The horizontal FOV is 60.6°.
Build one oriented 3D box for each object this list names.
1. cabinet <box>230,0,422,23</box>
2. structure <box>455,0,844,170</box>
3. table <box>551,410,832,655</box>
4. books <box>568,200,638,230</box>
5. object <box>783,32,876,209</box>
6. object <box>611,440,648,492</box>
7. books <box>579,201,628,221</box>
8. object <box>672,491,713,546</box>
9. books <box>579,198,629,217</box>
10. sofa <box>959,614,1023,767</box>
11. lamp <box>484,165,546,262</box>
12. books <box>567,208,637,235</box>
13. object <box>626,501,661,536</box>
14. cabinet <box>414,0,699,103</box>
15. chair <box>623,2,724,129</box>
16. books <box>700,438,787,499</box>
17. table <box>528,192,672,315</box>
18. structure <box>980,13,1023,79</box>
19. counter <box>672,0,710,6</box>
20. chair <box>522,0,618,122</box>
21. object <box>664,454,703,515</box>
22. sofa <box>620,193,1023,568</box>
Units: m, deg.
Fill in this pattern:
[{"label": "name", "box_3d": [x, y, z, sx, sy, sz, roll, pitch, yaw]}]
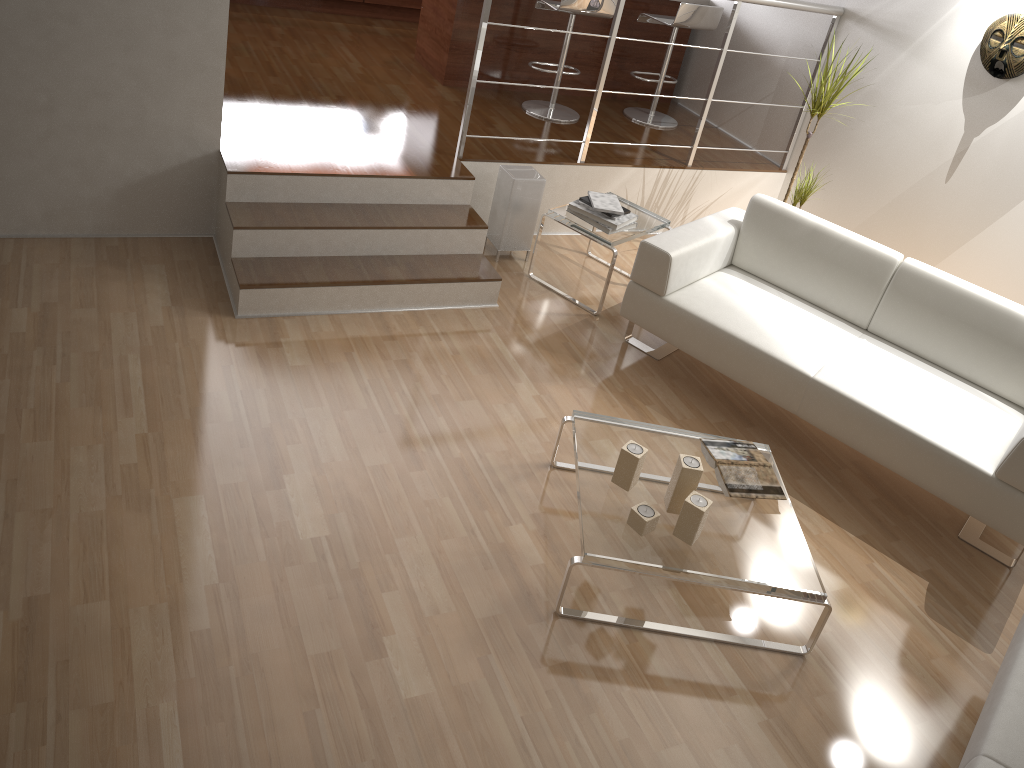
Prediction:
[{"label": "cabinet", "box_3d": [-1.016, -3.497, 7.290, 3.512, 0.750, 0.723, -5, 34, -26]}, {"label": "structure", "box_3d": [0.825, -1.728, 4.928, 2.329, 0.986, 0.061, -5, 32, -27]}, {"label": "table", "box_3d": [0.546, 0.457, 2.898, 0.792, 0.234, 0.749, 10, 31, -4]}, {"label": "books", "box_3d": [0.457, -0.863, 4.388, 0.296, 0.025, 0.235, 29, 35, 25]}, {"label": "object", "box_3d": [1.577, -1.214, 4.815, 0.500, 1.382, 0.470, 5, 28, -16]}, {"label": "object", "box_3d": [0.377, 0.256, 2.799, 0.069, 0.141, 0.069, 28, 31, 26]}, {"label": "books", "box_3d": [0.461, -0.880, 4.379, 0.223, 0.014, 0.157, 30, 35, 25]}, {"label": "object", "box_3d": [0.545, 0.398, 2.634, 0.069, 0.142, 0.069, 28, 31, 26]}, {"label": "books", "box_3d": [0.464, -0.892, 4.373, 0.155, 0.014, 0.226, -19, 44, -40]}, {"label": "sofa", "box_3d": [1.404, 1.076, 1.789, 0.939, 0.694, 1.835, 31, 36, 29]}, {"label": "lamp", "box_3d": [0.012, -0.905, 4.654, 0.192, 0.451, 0.211, -2, 31, -27]}, {"label": "books", "box_3d": [0.451, -0.841, 4.399, 0.232, 0.025, 0.300, -20, 44, -41]}, {"label": "object", "box_3d": [0.399, 0.402, 2.645, 0.068, 0.070, 0.070, -13, 38, -39]}, {"label": "cabinet", "box_3d": [0.318, -2.543, 6.301, 1.852, 0.704, 0.673, -5, 34, -26]}, {"label": "chair", "box_3d": [1.055, -2.189, 5.920, 0.389, 0.795, 0.451, -4, 33, -30]}, {"label": "books", "box_3d": [0.779, 0.287, 2.975, 0.203, 0.052, 0.312, 5, 32, -13]}, {"label": "table", "box_3d": [0.466, -0.699, 4.560, 0.481, 0.376, 0.566, 32, 35, 29]}, {"label": "structure", "box_3d": [2.404, -1.644, 4.258, 0.069, 0.296, 0.337, -1, 32, -26]}, {"label": "counter", "box_3d": [0.553, -2.946, 6.069, 2.107, 0.299, 0.892, -5, 35, -26]}, {"label": "chair", "box_3d": [0.342, -2.126, 5.567, 0.388, 0.795, 0.453, 1, 30, -23]}, {"label": "object", "box_3d": [0.536, 0.310, 2.730, 0.067, 0.184, 0.071, 11, 27, -5]}, {"label": "sofa", "box_3d": [1.457, -0.164, 3.764, 1.849, 0.695, 0.931, 33, 36, 30]}]
